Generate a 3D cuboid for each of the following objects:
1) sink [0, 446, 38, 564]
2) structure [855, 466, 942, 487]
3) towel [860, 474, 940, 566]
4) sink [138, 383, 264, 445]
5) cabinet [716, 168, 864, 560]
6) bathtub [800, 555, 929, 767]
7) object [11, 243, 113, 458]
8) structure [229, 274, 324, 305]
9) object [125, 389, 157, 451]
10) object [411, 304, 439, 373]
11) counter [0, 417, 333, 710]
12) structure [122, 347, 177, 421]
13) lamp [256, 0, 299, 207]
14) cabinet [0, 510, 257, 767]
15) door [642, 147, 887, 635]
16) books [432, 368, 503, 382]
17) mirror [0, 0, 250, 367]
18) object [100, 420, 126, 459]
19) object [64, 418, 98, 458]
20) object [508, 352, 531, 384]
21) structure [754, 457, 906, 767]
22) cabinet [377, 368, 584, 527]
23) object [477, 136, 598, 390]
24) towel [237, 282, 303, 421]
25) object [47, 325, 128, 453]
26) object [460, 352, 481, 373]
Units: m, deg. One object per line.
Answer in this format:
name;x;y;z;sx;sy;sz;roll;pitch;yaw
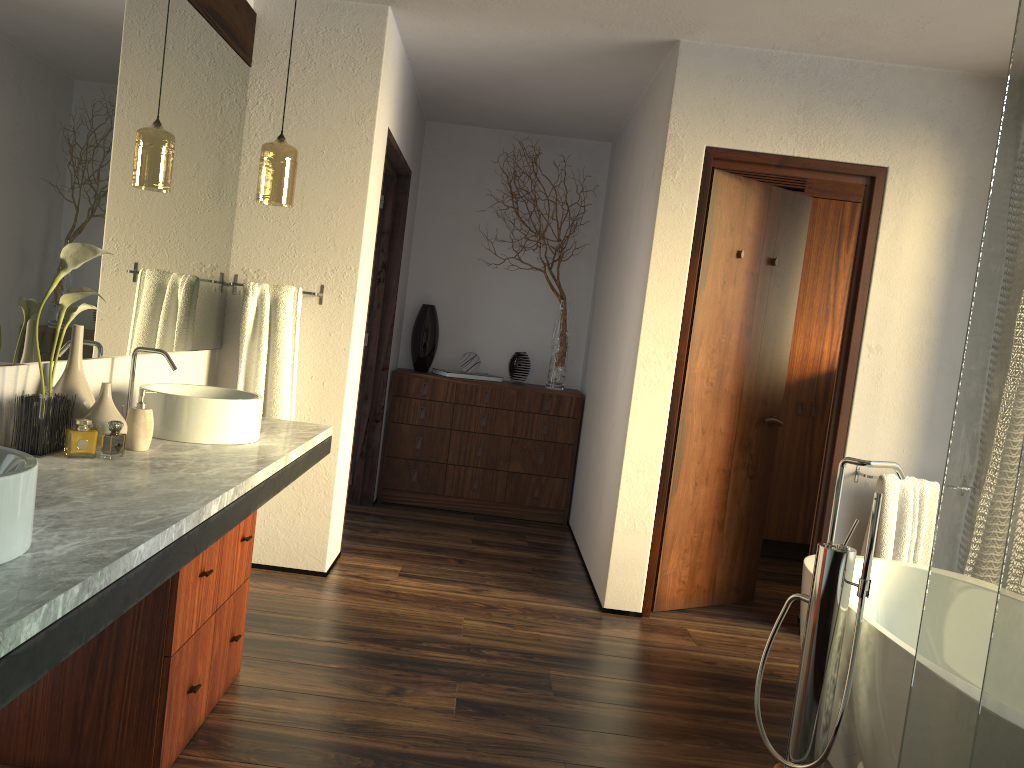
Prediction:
sink;-0.903;0.173;1.309;0.358;0.131;0.356;7;4;2
structure;1.636;0.393;3.578;0.453;0.088;0.102;7;4;1
towel;1.548;0.683;3.569;0.257;0.637;0.156;6;4;-17
sink;-0.934;0.086;2.656;0.351;0.131;0.363;5;4;-23
cabinet;1.386;-0.204;5.118;1.484;2.364;0.358;7;4;1
bathtub;1.272;0.905;2.336;0.764;0.485;1.620;7;4;-2
object;-1.083;-0.088;2.144;0.185;0.504;0.247;6;4;-23
structure;-0.959;-0.386;3.598;0.369;0.088;0.102;7;4;1
object;-0.962;0.092;2.290;0.069;0.158;0.071;6;4;-17
object;-0.537;-0.282;5.463;0.172;0.417;0.168;8;4;13
counter;-0.922;0.239;2.102;0.587;0.101;2.258;7;3;-2
structure;-1.090;0.013;2.627;0.165;0.242;0.066;7;4;4
lamp;-0.837;-1.104;3.290;0.142;0.867;0.135;11;5;42
cabinet;-1.007;0.565;2.325;0.512;0.600;0.659;7;4;-1
door;1.015;0.039;3.856;0.731;1.948;0.464;7;4;0
books;-0.219;-0.049;5.477;0.488;0.034;0.251;5;4;-25
mirror;-1.094;-0.585;1.594;0.017;1.153;4.078;7;4;-2
object;-0.964;0.132;2.144;0.039;0.091;0.056;8;4;9
object;-1.022;0.130;2.101;0.064;0.092;0.040;4;5;-40
object;0.045;-0.102;5.458;0.142;0.200;0.135;11;5;44
structure;0.834;0.635;2.418;0.283;0.897;0.239;10;5;39
cabinet;-0.197;0.375;5.454;1.140;0.801;0.402;7;4;1
object;0.079;-0.721;5.309;0.846;1.450;0.713;11;5;43
towel;-0.985;-0.084;3.557;0.261;0.636;0.159;8;4;18
object;-1.065;0.010;2.229;0.245;0.305;0.118;9;4;27
object;-0.258;-0.132;5.466;0.130;0.131;0.131;7;4;-5
